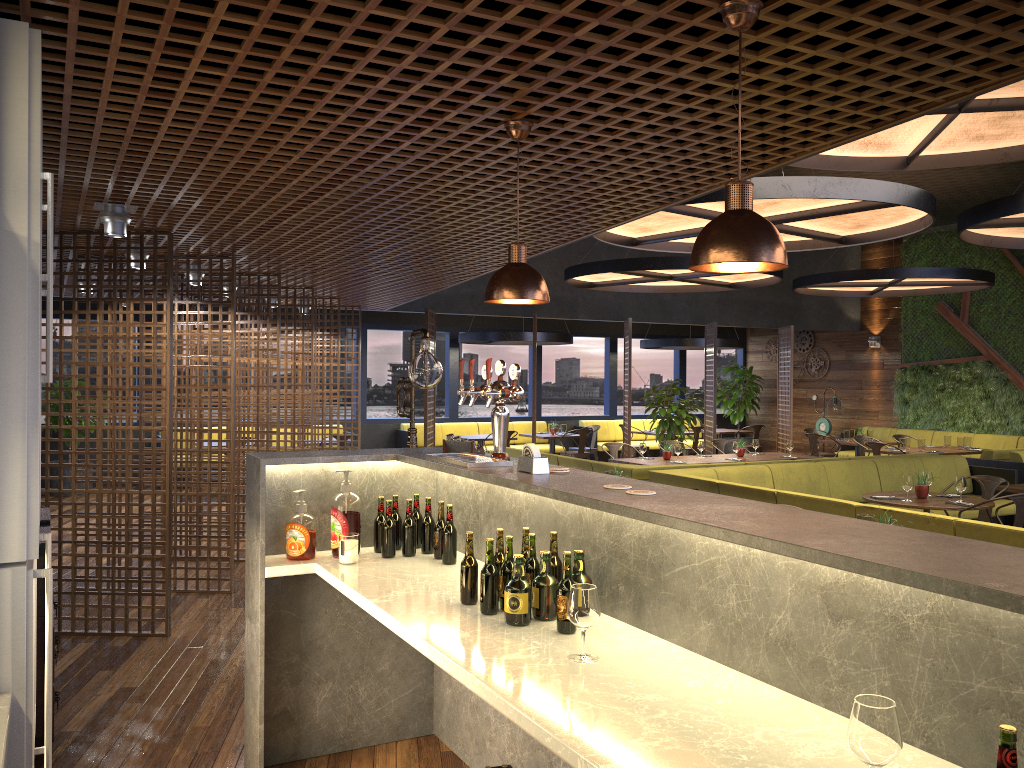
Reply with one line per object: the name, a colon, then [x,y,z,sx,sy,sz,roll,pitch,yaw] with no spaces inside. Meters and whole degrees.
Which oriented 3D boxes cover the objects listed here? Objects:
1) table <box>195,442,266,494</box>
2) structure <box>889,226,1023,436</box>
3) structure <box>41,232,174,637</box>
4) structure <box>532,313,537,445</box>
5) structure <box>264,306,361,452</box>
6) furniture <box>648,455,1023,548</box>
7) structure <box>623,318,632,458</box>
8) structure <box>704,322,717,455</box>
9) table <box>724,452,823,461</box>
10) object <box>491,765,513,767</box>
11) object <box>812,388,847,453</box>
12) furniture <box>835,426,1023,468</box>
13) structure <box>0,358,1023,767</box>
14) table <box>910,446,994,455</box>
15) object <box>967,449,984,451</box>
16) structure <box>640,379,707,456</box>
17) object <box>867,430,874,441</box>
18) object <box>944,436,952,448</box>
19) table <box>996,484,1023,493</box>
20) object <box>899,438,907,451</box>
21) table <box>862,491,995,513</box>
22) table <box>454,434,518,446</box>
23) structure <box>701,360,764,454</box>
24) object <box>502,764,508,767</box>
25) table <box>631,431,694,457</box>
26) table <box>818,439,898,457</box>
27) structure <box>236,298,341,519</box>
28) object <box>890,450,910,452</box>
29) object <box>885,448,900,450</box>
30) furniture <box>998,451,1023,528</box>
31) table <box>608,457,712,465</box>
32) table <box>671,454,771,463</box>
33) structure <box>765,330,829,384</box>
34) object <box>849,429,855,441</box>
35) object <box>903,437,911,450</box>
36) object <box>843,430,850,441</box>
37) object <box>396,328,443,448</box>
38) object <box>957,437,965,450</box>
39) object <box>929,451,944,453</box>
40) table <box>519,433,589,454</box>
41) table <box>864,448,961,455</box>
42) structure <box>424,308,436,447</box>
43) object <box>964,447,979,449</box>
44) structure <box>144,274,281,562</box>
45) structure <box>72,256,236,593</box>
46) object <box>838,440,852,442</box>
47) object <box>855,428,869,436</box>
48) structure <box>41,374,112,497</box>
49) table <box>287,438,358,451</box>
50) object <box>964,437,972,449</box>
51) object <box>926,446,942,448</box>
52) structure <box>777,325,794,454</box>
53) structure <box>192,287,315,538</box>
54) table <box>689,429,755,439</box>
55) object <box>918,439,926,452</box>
table: [-4.144,1.246,12.997,0.887,0.763,0.906,0,0,-28]
structure: [9.173,-0.556,12.396,0.918,4.593,9.182,0,0,-29]
structure: [-2.942,0.332,5.960,1.319,2.700,0.050,0,0,2]
structure: [0.338,0.312,13.402,0.050,2.700,0.852,0,0,2]
structure: [-2.703,0.296,11.973,1.319,2.700,0.050,0,0,2]
furniture: [3.401,1.262,8.398,4.895,0.914,7.462,0,0,-33]
structure: [1.843,0.320,14.193,0.050,2.700,0.852,0,0,2]
structure: [3.348,0.327,14.984,0.050,2.700,0.852,0,0,2]
table: [3.386,1.317,11.568,0.906,0.763,0.887,0,0,-28]
object: [-0.074,1.618,3.293,0.277,0.206,0.416,0,0,-18]
object: [6.211,0.879,17.336,0.459,1.615,0.848,0,0,-28]
furniture: [6.267,1.252,13.625,3.378,0.916,4.755,0,0,-28]
structure: [0.403,0.389,1.241,2.700,2.700,9.298,0,0,-28]
table: [6.505,1.334,13.031,0.887,0.763,0.906,0,0,-28]
object: [6.660,0.944,12.771,0.157,0.019,0.255,0,0,-28]
structure: [2.457,0.797,13.785,0.993,1.763,1.166,1,0,33]
object: [5.863,0.847,14.514,0.102,0.178,0.102,1,0,8]
object: [6.484,0.861,13.200,0.102,0.178,0.102,0,0,-42]
table: [5.155,1.353,8.201,0.887,0.763,0.906,0,0,-28]
object: [5.527,0.857,12.527,0.102,0.178,0.102,0,0,-42]
table: [3.477,1.344,7.444,1.007,0.760,1.007,1,0,10]
table: [-0.515,1.264,14.905,0.887,0.763,0.906,0,0,-28]
structure: [4.843,0.572,19.016,1.493,2.184,1.272,0,0,-28]
object: [-0.030,1.598,3.476,0.057,0.205,0.056,0,0,-21]
table: [2.847,1.281,16.677,0.906,0.763,0.887,0,0,-28]
table: [5.672,1.318,14.501,0.887,0.763,0.906,0,0,-28]
structure: [-2.751,0.304,10.771,1.319,2.700,0.050,0,0,2]
object: [5.410,0.936,12.408,0.157,0.019,0.255,0,0,-28]
object: [5.558,0.935,12.853,0.157,0.019,0.255,0,0,-28]
furniture: [8.421,1.296,9.520,3.372,0.914,4.503,0,0,-28]
table: [1.786,1.309,10.721,0.906,0.763,0.887,0,0,-28]
table: [2.588,1.313,11.143,0.906,0.763,0.887,0,0,-28]
structure: [5.948,-0.576,18.633,0.058,1.178,1.791,0,0,-28]
object: [5.622,0.844,14.676,0.102,0.178,0.102,1,0,8]
object: [5.693,0.857,12.784,0.102,0.178,0.102,0,0,-42]
object: [5.477,0.844,14.512,0.102,0.178,0.102,0,0,-42]
object: [-0.608,0.130,5.540,0.263,0.944,0.566,0,0,-35]
object: [6.488,0.863,12.818,0.102,0.178,0.102,1,0,8]
object: [5.854,0.941,12.307,0.255,0.019,0.157,0,0,-28]
table: [0.723,1.270,15.560,0.906,0.763,0.887,0,0,-28]
table: [5.679,1.330,12.597,0.887,0.763,0.906,0,0,-28]
structure: [-1.166,0.305,12.611,0.050,2.700,0.852,0,0,2]
object: [6.810,0.943,13.142,0.157,0.019,0.255,0,0,-28]
structure: [-2.847,0.318,8.365,1.319,2.700,0.050,0,0,2]
structure: [-2.894,0.325,7.163,1.319,2.700,0.050,0,0,2]
object: [5.360,0.924,14.394,0.157,0.019,0.255,0,0,-28]
object: [5.687,0.800,14.490,0.238,0.271,0.260,0,0,-6]
structure: [-6.513,0.727,13.141,0.993,1.763,1.166,1,0,33]
table: [-2.905,1.253,13.648,0.887,0.763,0.906,0,0,-28]
object: [6.694,0.863,13.023,0.102,0.178,0.102,0,0,-42]
object: [6.301,0.939,13.243,0.157,0.019,0.255,0,0,-28]
structure: [4.852,0.335,15.775,0.050,2.700,0.852,0,0,2]
structure: [-2.799,0.311,9.568,1.319,2.700,0.050,0,0,2]
table: [4.087,1.287,17.324,0.887,0.763,0.906,0,0,-28]
object: [5.736,0.859,12.422,0.102,0.178,0.102,1,0,8]
